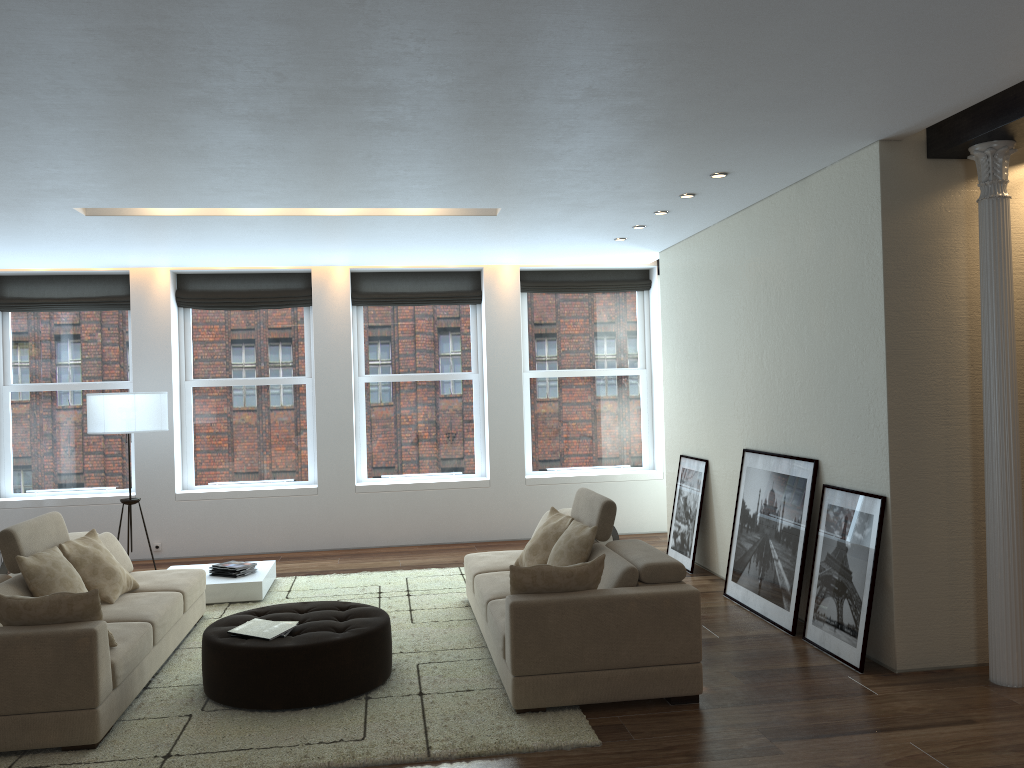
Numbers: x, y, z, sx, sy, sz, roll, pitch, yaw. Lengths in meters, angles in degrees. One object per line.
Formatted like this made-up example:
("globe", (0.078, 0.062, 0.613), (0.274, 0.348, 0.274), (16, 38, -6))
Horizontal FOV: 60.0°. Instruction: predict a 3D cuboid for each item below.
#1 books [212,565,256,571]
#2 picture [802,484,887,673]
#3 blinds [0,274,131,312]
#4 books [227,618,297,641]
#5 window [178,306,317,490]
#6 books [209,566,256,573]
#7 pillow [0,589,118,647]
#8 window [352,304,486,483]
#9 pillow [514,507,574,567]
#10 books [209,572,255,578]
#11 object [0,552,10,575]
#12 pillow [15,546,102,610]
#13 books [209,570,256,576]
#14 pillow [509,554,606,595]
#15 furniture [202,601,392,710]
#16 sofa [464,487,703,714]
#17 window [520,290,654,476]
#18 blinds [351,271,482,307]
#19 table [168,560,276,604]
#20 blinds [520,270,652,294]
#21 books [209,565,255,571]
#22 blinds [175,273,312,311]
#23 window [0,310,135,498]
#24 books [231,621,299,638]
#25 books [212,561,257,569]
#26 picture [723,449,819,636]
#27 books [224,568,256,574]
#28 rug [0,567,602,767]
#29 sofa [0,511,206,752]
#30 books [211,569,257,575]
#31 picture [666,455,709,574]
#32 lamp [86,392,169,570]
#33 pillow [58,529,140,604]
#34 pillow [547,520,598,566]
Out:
("books", (-2.312, 1.527, 7.390), (0.300, 0.010, 0.220), (-2, 0, 7))
("picture", (1.988, 1.136, 5.348), (0.195, 0.988, 0.700), (-2, 0, -8))
("blinds", (-4.696, -0.964, 9.327), (1.431, 0.395, 0.183), (-2, 0, -8))
("books", (-1.369, 1.344, 4.860), (0.301, 0.040, 0.220), (-2, 0, 27))
("window", (-2.861, 0.000, 9.662), (1.442, 2.400, 0.123), (-2, 0, -8))
("books", (-2.323, 1.537, 7.368), (0.300, 0.010, 0.220), (-2, 0, 17))
("pillow", (-2.254, 1.165, 4.380), (0.518, 0.393, 0.395), (-2, 0, -5))
("window", (-1.039, -0.051, 9.927), (1.443, 2.400, 0.123), (-2, 0, -8))
("pillow", (0.241, 1.094, 6.143), (0.368, 0.416, 0.519), (-2, 0, -13))
("books", (-2.322, 1.575, 7.367), (0.300, 0.010, 0.220), (-2, 0, 27))
("object", (-4.939, 1.462, 8.416), (0.458, 0.781, 0.458), (-2, 0, -9))
("pillow", (-2.599, 1.158, 5.098), (0.301, 0.439, 0.534), (-2, 0, -5))
("books", (-2.322, 1.556, 7.367), (0.300, 0.010, 0.220), (-2, 0, 27))
("pillow", (0.218, 1.096, 4.740), (0.518, 0.393, 0.395), (-2, 0, -12))
("furniture", (-1.222, 1.526, 5.095), (1.057, 0.355, 1.057), (-2, 0, -6))
("sofa", (0.297, 1.209, 5.775), (1.021, 0.950, 2.581), (-2, 0, -8))
("window", (0.843, -0.103, 10.201), (1.563, 2.400, 0.123), (-2, 0, -8))
("blinds", (-1.059, -1.066, 9.872), (1.442, 0.393, 0.156), (-2, 0, -8))
("table", (-2.494, 1.671, 7.434), (0.900, 0.170, 0.900), (-2, 0, -8))
("blinds", (0.823, -1.172, 10.147), (1.563, 0.275, 0.156), (-2, 0, -8))
("books", (-2.323, 1.517, 7.368), (0.300, 0.010, 0.220), (-2, 0, 27))
("blinds", (-2.880, -1.008, 9.607), (1.439, 0.424, 0.156), (-2, 0, -8))
("window", (-4.678, 0.051, 9.397), (1.432, 2.400, 0.123), (-2, 0, -8))
("books", (-1.357, 1.351, 4.883), (0.300, 0.031, 0.219), (-2, 0, 7))
("books", (-2.312, 1.508, 7.390), (0.300, 0.010, 0.220), (-2, 0, 32))
("picture", (1.826, 1.073, 6.357), (0.225, 1.140, 1.183), (-2, 0, -8))
("books", (-2.311, 1.546, 7.390), (0.300, 0.010, 0.220), (-2, -1, 42))
("rug", (-1.367, 1.723, 5.963), (2.972, 0.020, 4.231), (-2, 0, -8))
("sofa", (-2.618, 1.290, 5.351), (1.021, 0.950, 2.581), (-2, 0, -8))
("books", (-2.310, 1.566, 7.390), (0.300, 0.010, 0.220), (-2, 0, 12))
("picture", (1.591, 1.166, 8.095), (0.195, 0.988, 0.700), (-2, 0, -8))
("lamp", (-3.573, 0.945, 8.296), (0.698, 1.728, 0.698), (-2, 0, 15))
("pillow", (-2.676, 1.175, 5.718), (0.368, 0.416, 0.519), (-2, 0, -4))
("pillow", (0.343, 1.076, 5.527), (0.301, 0.439, 0.534), (-2, 0, -12))
